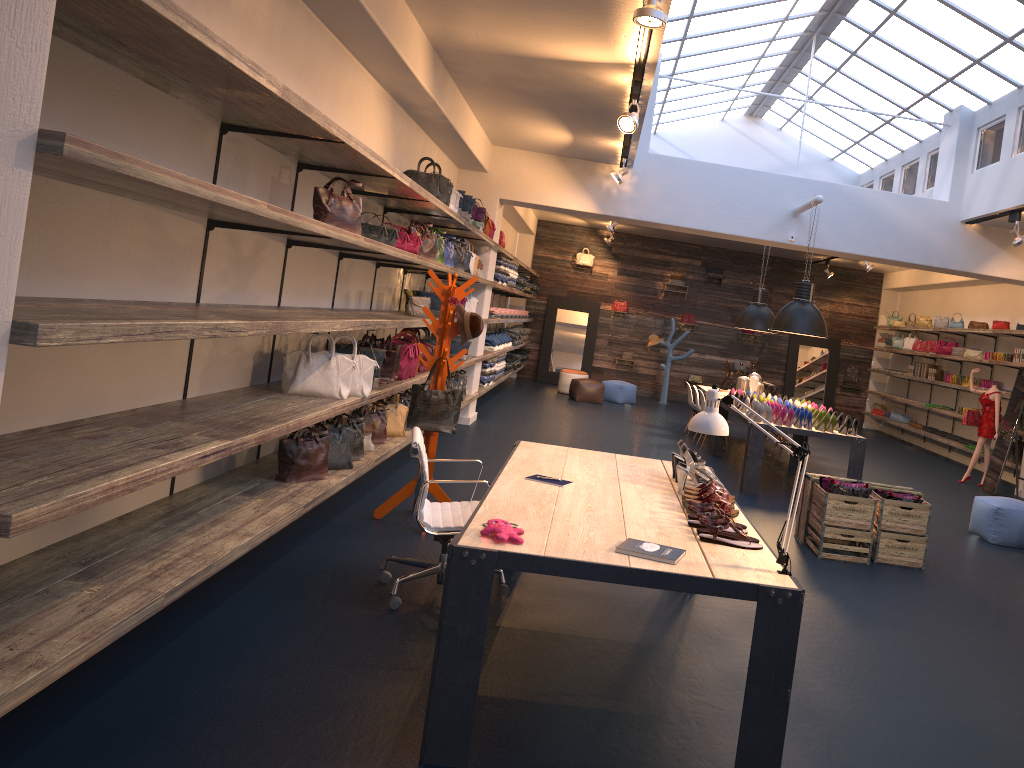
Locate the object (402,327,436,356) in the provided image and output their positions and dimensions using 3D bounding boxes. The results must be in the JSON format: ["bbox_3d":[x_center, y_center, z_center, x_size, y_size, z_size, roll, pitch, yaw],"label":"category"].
[{"bbox_3d":[-0.862,-0.349,8.144,0.427,0.386,0.192,8,1,-1],"label":"object"}]

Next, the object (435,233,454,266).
[{"bbox_3d":[-0.705,-1.259,8.164,0.176,0.304,0.400,9,3,32],"label":"object"}]

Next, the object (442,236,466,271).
[{"bbox_3d":[-0.622,-1.308,8.666,0.404,0.338,0.201,6,2,-34],"label":"object"}]

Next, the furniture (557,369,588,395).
[{"bbox_3d":[1.207,-0.033,17.165,0.578,0.480,0.584,9,3,3],"label":"furniture"}]

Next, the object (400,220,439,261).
[{"bbox_3d":[-0.772,-1.211,7.333,0.405,0.338,0.201,6,2,-35],"label":"object"}]

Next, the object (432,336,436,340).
[{"bbox_3d":[-0.786,-0.424,9.467,0.254,0.329,0.100,7,2,-43],"label":"object"}]

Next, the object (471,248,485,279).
[{"bbox_3d":[-0.499,-1.486,10.678,0.165,0.366,0.413,9,3,42],"label":"object"}]

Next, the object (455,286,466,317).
[{"bbox_3d":[-0.655,-0.927,9.624,0.206,0.361,0.262,9,2,27],"label":"object"}]

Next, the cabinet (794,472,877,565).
[{"bbox_3d":[3.624,1.238,6.756,2.715,0.547,0.769,10,4,12],"label":"cabinet"}]

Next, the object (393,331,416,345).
[{"bbox_3d":[-0.927,-0.258,7.240,0.266,0.361,0.202,7,2,-38],"label":"object"}]

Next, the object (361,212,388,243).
[{"bbox_3d":[-1.066,-1.134,6.404,0.308,0.276,0.129,8,1,-18],"label":"object"}]

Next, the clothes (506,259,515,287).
[{"bbox_3d":[-0.127,-1.699,13.199,0.261,0.455,0.344,9,2,15],"label":"clothes"}]

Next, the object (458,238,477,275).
[{"bbox_3d":[-0.547,-1.403,9.515,0.178,0.385,0.458,9,3,39],"label":"object"}]

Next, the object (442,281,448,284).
[{"bbox_3d":[-0.723,-0.960,9.743,0.215,0.385,0.266,9,2,23],"label":"object"}]

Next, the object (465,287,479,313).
[{"bbox_3d":[-0.582,-1.019,10.647,0.459,0.385,0.178,6,3,-45],"label":"object"}]

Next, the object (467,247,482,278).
[{"bbox_3d":[-0.524,-1.467,10.425,0.165,0.366,0.413,9,3,42],"label":"object"}]

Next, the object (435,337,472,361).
[{"bbox_3d":[-0.677,-0.394,9.800,0.439,0.232,0.169,7,2,-20],"label":"object"}]

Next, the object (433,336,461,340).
[{"bbox_3d":[-0.719,-0.415,9.970,0.445,0.231,0.166,6,3,-28],"label":"object"}]

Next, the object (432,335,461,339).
[{"bbox_3d":[-0.747,-0.433,10.152,0.444,0.235,0.167,7,2,-26],"label":"object"}]

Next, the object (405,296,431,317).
[{"bbox_3d":[-0.804,-0.670,7.473,0.097,0.175,0.288,9,4,32],"label":"object"}]

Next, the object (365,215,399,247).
[{"bbox_3d":[-1.001,-1.137,6.539,0.308,0.276,0.129,8,1,-18],"label":"object"}]

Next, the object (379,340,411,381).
[{"bbox_3d":[-0.923,-0.186,6.743,0.258,0.300,0.344,10,3,30],"label":"object"}]

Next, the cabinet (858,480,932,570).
[{"bbox_3d":[3.081,1.132,7.024,0.472,0.548,0.556,8,3,1],"label":"cabinet"}]

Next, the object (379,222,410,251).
[{"bbox_3d":[-0.942,-1.125,6.691,0.205,0.243,0.263,10,3,29],"label":"object"}]

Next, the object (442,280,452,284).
[{"bbox_3d":[-0.752,-0.990,9.884,0.315,0.410,0.126,7,1,-30],"label":"object"}]

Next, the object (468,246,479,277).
[{"bbox_3d":[-0.551,-1.445,10.146,0.165,0.366,0.413,9,3,42],"label":"object"}]

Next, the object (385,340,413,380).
[{"bbox_3d":[-0.943,-0.193,6.846,0.272,0.298,0.232,7,2,-34],"label":"object"}]

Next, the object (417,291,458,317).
[{"bbox_3d":[-0.719,-0.760,8.401,0.438,0.232,0.169,7,2,-19],"label":"object"}]

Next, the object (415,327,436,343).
[{"bbox_3d":[-0.861,-0.369,8.367,0.436,0.386,0.188,8,1,-9],"label":"object"}]

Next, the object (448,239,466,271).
[{"bbox_3d":[-0.593,-1.326,8.916,0.200,0.338,0.406,10,3,42],"label":"object"}]

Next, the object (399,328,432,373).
[{"bbox_3d":[-0.919,-0.305,7.647,0.437,0.386,0.187,8,1,-10],"label":"object"}]

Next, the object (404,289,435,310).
[{"bbox_3d":[-0.905,-0.828,8.878,0.440,0.235,0.168,7,2,-21],"label":"object"}]

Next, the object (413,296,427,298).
[{"bbox_3d":[-0.845,-0.702,7.766,0.099,0.175,0.282,9,4,22],"label":"object"}]

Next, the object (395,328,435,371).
[{"bbox_3d":[-0.898,-0.329,7.864,0.430,0.386,0.190,8,1,-4],"label":"object"}]

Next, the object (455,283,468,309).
[{"bbox_3d":[-0.683,-1.005,10.331,0.179,0.385,0.457,9,3,36],"label":"object"}]

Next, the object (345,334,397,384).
[{"bbox_3d":[-1.033,-0.191,6.356,0.371,0.339,0.220,9,1,5],"label":"object"}]

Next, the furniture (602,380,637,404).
[{"bbox_3d":[2.087,0.140,17.019,0.600,0.422,0.699,11,5,40],"label":"furniture"}]

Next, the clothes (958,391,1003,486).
[{"bbox_3d":[6.739,0.769,12.373,0.478,1.385,0.334,8,0,-14],"label":"clothes"}]

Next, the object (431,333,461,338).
[{"bbox_3d":[-0.787,-0.472,10.511,0.444,0.235,0.167,7,2,-26],"label":"object"}]

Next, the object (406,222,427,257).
[{"bbox_3d":[-0.807,-1.180,7.128,0.194,0.304,0.363,8,3,-8],"label":"object"}]

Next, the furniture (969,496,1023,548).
[{"bbox_3d":[4.843,1.327,8.471,0.654,0.422,0.645,8,4,-1],"label":"furniture"}]

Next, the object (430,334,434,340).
[{"bbox_3d":[-0.798,-0.411,9.303,0.254,0.329,0.100,7,2,-43],"label":"object"}]

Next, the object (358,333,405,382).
[{"bbox_3d":[-0.997,-0.209,6.548,0.346,0.356,0.161,8,1,-2],"label":"object"}]

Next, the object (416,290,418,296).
[{"bbox_3d":[-0.760,-0.780,8.559,0.445,0.231,0.167,6,3,-27],"label":"object"}]

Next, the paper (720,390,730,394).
[{"bbox_3d":[3.202,0.117,13.160,0.325,0.014,0.742,10,5,12],"label":"paper"}]

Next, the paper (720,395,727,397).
[{"bbox_3d":[3.213,0.185,12.420,0.308,0.014,0.780,13,7,41],"label":"paper"}]

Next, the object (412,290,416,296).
[{"bbox_3d":[-0.806,-0.800,8.731,0.443,0.235,0.167,7,2,-25],"label":"object"}]

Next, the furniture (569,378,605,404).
[{"bbox_3d":[1.403,0.108,16.253,0.678,0.422,0.621,7,4,-15],"label":"furniture"}]

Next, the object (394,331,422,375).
[{"bbox_3d":[-0.915,-0.267,7.354,0.266,0.361,0.202,7,2,-38],"label":"object"}]

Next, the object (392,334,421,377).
[{"bbox_3d":[-0.893,-0.231,7.097,0.231,0.342,0.288,9,2,32],"label":"object"}]

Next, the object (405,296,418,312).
[{"bbox_3d":[-0.886,-0.735,8.054,0.099,0.175,0.283,9,4,24],"label":"object"}]

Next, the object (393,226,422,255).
[{"bbox_3d":[-0.862,-1.128,6.858,0.206,0.243,0.262,9,3,26],"label":"object"}]

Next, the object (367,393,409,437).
[{"bbox_3d":[-0.996,0.223,6.956,0.178,0.385,0.458,9,3,39],"label":"object"}]

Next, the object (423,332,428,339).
[{"bbox_3d":[-0.896,-0.374,8.825,0.166,0.309,0.317,8,3,-30],"label":"object"}]

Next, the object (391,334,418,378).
[{"bbox_3d":[-0.904,-0.223,6.984,0.231,0.342,0.288,9,2,32],"label":"object"}]
